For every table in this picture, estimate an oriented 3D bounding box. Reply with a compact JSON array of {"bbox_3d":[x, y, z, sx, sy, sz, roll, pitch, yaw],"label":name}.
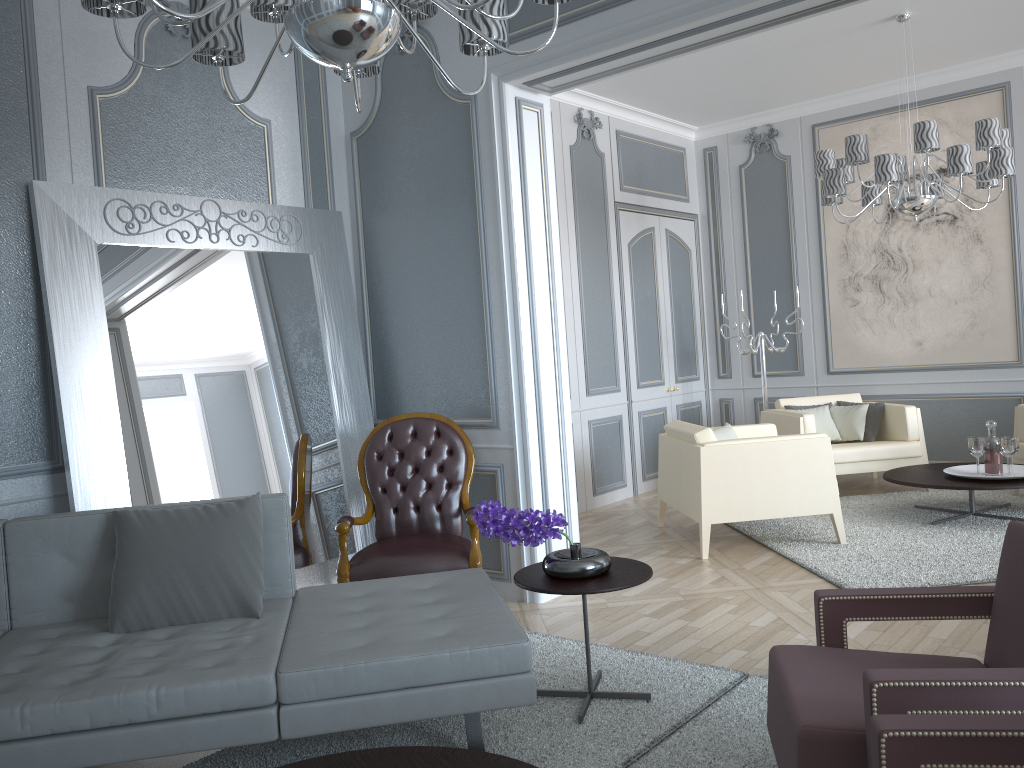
[{"bbox_3d":[-0.258,0.909,1.460,0.883,0.239,0.882,-5,2,-33],"label":"table"},{"bbox_3d":[0.223,0.752,2.645,0.414,0.385,0.414,-3,2,27],"label":"table"},{"bbox_3d":[2.495,0.604,4.813,0.882,0.239,0.883,-2,2,37],"label":"table"}]

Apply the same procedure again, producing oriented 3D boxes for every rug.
[{"bbox_3d":[2.268,0.741,4.623,2.000,0.010,2.001,-4,2,-5],"label":"rug"},{"bbox_3d":[-0.274,1.022,1.539,2.017,0.010,3.207,-2,3,40],"label":"rug"}]

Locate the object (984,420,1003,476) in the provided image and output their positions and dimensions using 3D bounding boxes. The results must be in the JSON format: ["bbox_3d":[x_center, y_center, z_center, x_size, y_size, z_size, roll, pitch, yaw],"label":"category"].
[{"bbox_3d":[2.543,0.336,4.692,0.086,0.290,0.086,-5,1,-29],"label":"object"}]

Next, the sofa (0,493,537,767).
[{"bbox_3d":[-1.100,0.713,2.321,2.205,0.668,0.810,-4,2,-10],"label":"sofa"}]

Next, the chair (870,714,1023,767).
[{"bbox_3d":[0.682,0.659,1.064,0.606,0.620,0.576,-4,1,10],"label":"chair"}]

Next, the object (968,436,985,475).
[{"bbox_3d":[2.499,0.384,4.765,0.080,0.196,0.080,-3,1,23],"label":"object"}]

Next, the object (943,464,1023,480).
[{"bbox_3d":[2.542,0.471,4.690,0.468,0.028,0.468,-5,2,-38],"label":"object"}]

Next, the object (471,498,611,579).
[{"bbox_3d":[0.080,0.458,2.666,0.425,0.221,0.206,-4,1,10],"label":"object"}]

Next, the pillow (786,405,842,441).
[{"bbox_3d":[2.003,0.277,5.889,0.312,0.245,0.163,-4,1,-16],"label":"pillow"}]

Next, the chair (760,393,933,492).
[{"bbox_3d":[2.165,0.398,5.876,0.855,0.620,0.737,-4,2,-5],"label":"chair"}]

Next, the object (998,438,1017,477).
[{"bbox_3d":[2.576,0.384,4.604,0.080,0.196,0.080,-3,1,23],"label":"object"}]

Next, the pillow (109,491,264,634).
[{"bbox_3d":[-0.925,0.520,2.529,0.422,0.354,0.253,-4,1,-13],"label":"pillow"}]

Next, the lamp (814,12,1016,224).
[{"bbox_3d":[2.156,-1.444,4.826,0.976,1.119,0.977,-3,2,28],"label":"lamp"}]

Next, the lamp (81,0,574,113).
[{"bbox_3d":[-0.372,-1.165,1.774,0.976,1.119,0.977,-3,2,28],"label":"lamp"}]

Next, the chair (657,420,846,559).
[{"bbox_3d":[1.227,0.502,4.744,0.737,0.620,0.855,-4,2,-5],"label":"chair"}]

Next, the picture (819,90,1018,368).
[{"bbox_3d":[2.766,-1.005,6.125,1.199,1.751,0.001,-3,1,40],"label":"picture"}]

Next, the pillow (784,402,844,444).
[{"bbox_3d":[2.030,0.273,5.974,0.351,0.276,0.184,-4,1,-4],"label":"pillow"}]

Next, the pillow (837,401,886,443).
[{"bbox_3d":[2.302,0.255,5.933,0.184,0.276,0.351,-5,2,-34],"label":"pillow"}]

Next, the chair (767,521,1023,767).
[{"bbox_3d":[0.829,0.625,1.750,0.606,0.620,0.576,-4,1,10],"label":"chair"}]

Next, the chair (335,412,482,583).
[{"bbox_3d":[-0.402,0.546,3.607,0.572,0.828,0.575,-4,1,0],"label":"chair"}]

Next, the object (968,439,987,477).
[{"bbox_3d":[2.456,0.390,4.677,0.080,0.196,0.080,-3,2,43],"label":"object"}]

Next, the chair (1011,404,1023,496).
[{"bbox_3d":[3.350,0.351,4.890,0.737,0.620,0.855,-4,2,-5],"label":"chair"}]

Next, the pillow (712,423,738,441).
[{"bbox_3d":[1.169,0.371,4.867,0.361,0.285,0.182,-5,2,-44],"label":"pillow"}]

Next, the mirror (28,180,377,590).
[{"bbox_3d":[-1.131,0.117,3.649,0.251,1.792,1.401,-3,2,40],"label":"mirror"}]

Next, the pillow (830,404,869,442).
[{"bbox_3d":[2.216,0.261,5.915,0.311,0.245,0.163,-2,2,44],"label":"pillow"}]

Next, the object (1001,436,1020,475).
[{"bbox_3d":[2.629,0.378,4.669,0.080,0.196,0.080,-3,1,23],"label":"object"}]

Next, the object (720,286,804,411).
[{"bbox_3d":[1.806,0.024,6.339,0.446,1.385,0.446,-4,1,-5],"label":"object"}]
